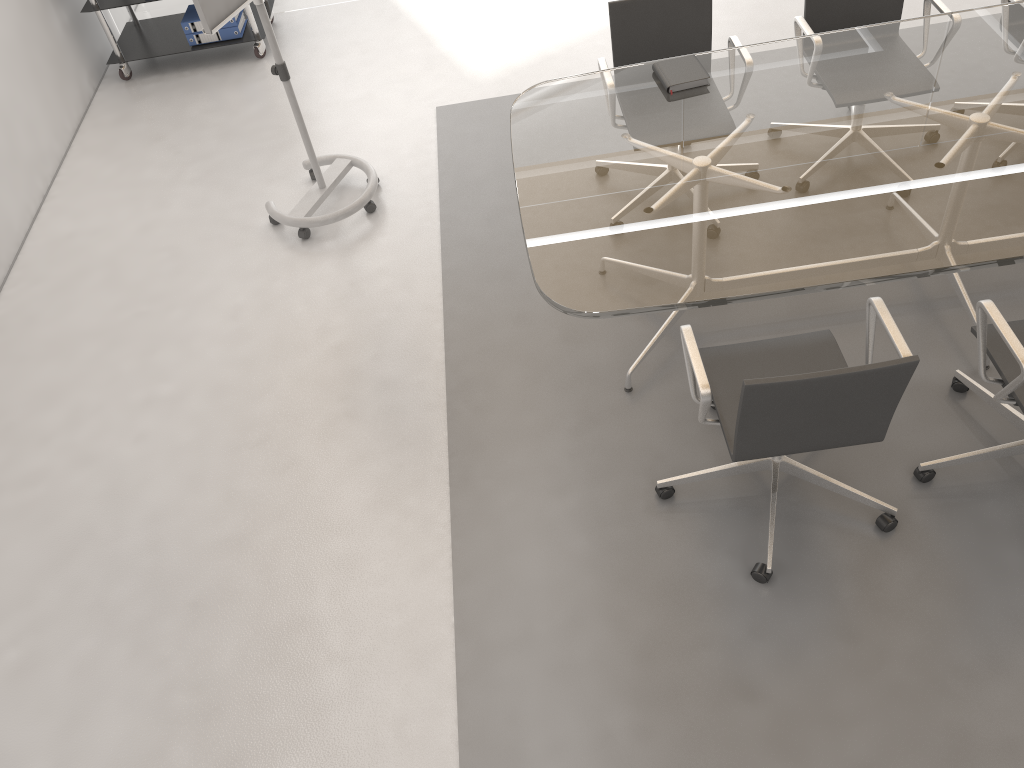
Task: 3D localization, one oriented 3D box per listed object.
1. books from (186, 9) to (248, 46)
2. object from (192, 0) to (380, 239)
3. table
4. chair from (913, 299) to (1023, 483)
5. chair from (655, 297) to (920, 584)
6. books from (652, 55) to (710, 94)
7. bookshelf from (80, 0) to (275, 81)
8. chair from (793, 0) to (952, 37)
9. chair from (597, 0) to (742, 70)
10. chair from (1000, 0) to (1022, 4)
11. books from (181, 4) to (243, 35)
[{"bbox_3d":[-1.798,-2.175,5.407,0.320,0.077,0.263,-8,47,2],"label":"books"},{"bbox_3d":[-1.031,-1.566,3.525,0.560,2.088,0.553,-19,48,-7],"label":"object"},{"bbox_3d":[1.568,-0.634,3.140,3.054,0.721,1.372,-8,47,2],"label":"table"},{"bbox_3d":[1.597,-0.039,2.539,0.731,0.805,0.710,-21,48,-9],"label":"chair"},{"bbox_3d":[0.788,0.024,2.625,0.731,0.805,0.710,-21,48,-9],"label":"chair"},{"bbox_3d":[0.620,-1.137,3.254,0.164,0.032,0.183,-13,47,-2],"label":"books"},{"bbox_3d":[-2.022,-2.399,5.305,0.985,0.855,0.567,-8,47,2],"label":"bookshelf"},{"bbox_3d":[1.489,-1.269,3.683,0.731,0.805,0.710,-21,48,-9],"label":"chair"},{"bbox_3d":[0.681,-1.092,3.664,0.731,0.805,0.710,-21,48,-9],"label":"chair"},{"bbox_3d":[2.297,-1.338,3.602,0.731,0.805,0.710,-21,48,-9],"label":"chair"},{"bbox_3d":[-1.807,-2.225,5.354,0.320,0.077,0.263,-8,47,2],"label":"books"}]
